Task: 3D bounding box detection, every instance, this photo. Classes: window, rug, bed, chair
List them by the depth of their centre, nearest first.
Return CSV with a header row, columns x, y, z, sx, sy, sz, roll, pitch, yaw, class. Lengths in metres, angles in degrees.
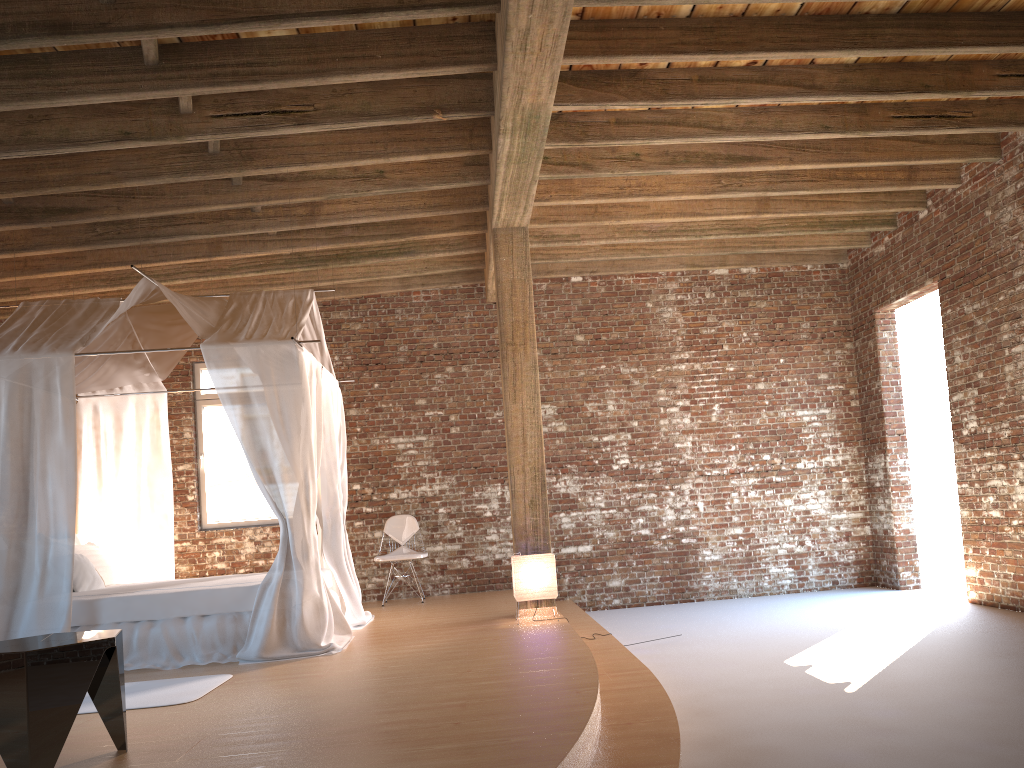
x,y,z,sx,sy,sz,roll,pitch,yaw,class
-1.774,1.221,3.337,0.526,0.487,0.632,-9,-8,39,chair
-2.348,1.711,4.794,1.453,0.007,0.855,-4,-8,-4,rug
-2.635,0.084,6.752,2.707,3.863,2.475,-4,-5,-5,bed
-1.134,1.792,9.068,0.545,0.892,0.568,-4,-5,-5,chair
-2.728,0.625,9.463,1.334,1.840,0.170,-4,-3,-6,window

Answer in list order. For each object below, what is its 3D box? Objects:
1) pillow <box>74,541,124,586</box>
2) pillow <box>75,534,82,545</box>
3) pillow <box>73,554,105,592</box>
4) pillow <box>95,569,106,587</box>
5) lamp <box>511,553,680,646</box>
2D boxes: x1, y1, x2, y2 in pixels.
x,y,z,sx,sy,sz,roll,pitch,yaw,class
-3.422,1.480,7.184,0.297,0.430,0.624,-4,-7,-3,pillow
-3.620,1.447,7.165,0.211,0.495,0.626,-4,-6,-3,pillow
-3.209,1.400,6.533,0.216,0.289,0.386,-5,-6,5,pillow
-3.253,1.461,6.767,0.165,0.232,0.286,-4,-6,-5,pillow
0.696,1.654,6.844,1.411,0.777,0.354,-3,-4,-13,lamp
